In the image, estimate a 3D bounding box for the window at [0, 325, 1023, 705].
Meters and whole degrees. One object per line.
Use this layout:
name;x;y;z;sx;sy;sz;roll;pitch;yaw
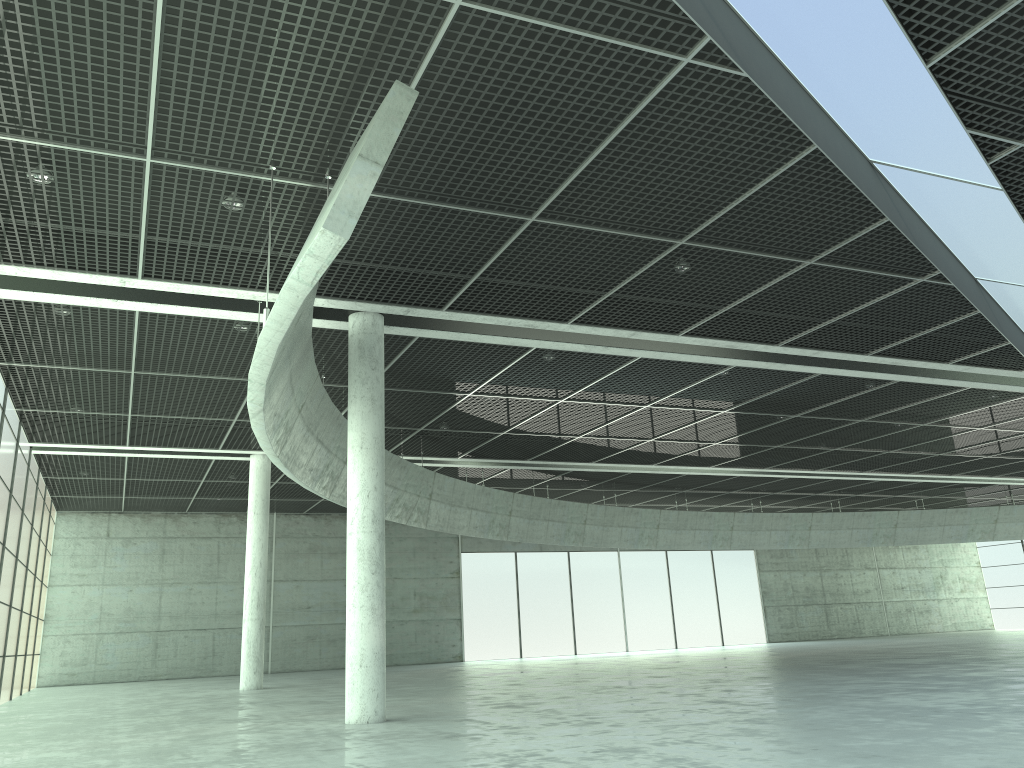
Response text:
window;30.228;6.425;43.759;100.620;16.077;99.750;5;-19;-23

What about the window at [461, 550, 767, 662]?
window;10.787;23.470;86.411;33.473;10.660;0.159;5;-19;-23
